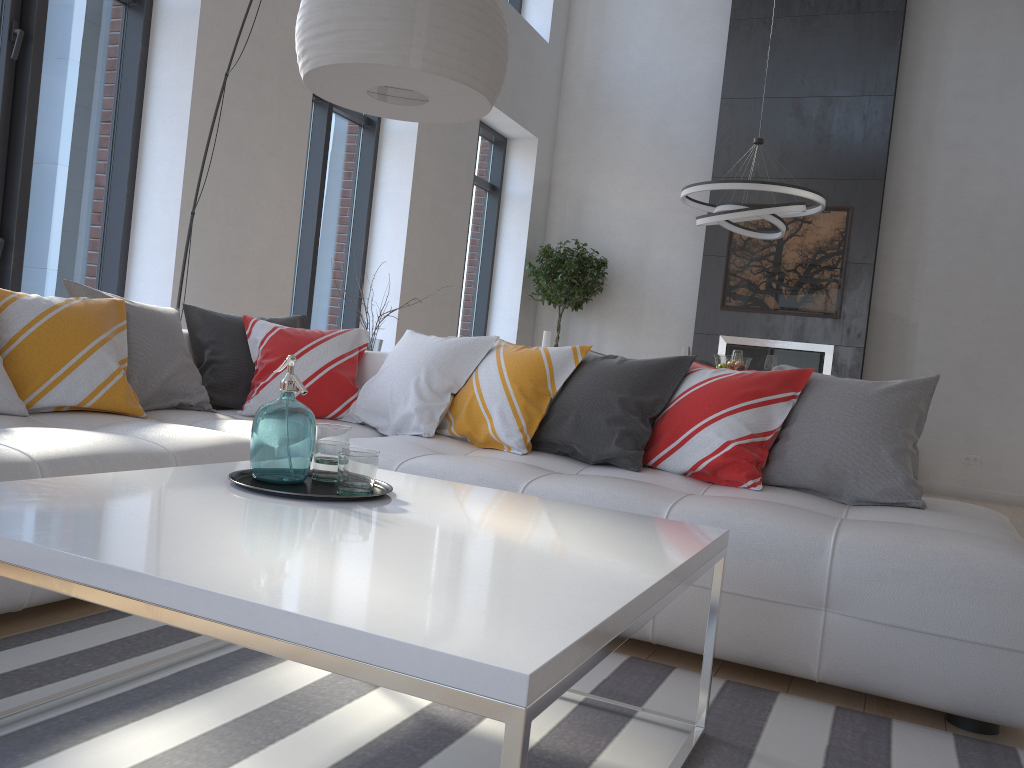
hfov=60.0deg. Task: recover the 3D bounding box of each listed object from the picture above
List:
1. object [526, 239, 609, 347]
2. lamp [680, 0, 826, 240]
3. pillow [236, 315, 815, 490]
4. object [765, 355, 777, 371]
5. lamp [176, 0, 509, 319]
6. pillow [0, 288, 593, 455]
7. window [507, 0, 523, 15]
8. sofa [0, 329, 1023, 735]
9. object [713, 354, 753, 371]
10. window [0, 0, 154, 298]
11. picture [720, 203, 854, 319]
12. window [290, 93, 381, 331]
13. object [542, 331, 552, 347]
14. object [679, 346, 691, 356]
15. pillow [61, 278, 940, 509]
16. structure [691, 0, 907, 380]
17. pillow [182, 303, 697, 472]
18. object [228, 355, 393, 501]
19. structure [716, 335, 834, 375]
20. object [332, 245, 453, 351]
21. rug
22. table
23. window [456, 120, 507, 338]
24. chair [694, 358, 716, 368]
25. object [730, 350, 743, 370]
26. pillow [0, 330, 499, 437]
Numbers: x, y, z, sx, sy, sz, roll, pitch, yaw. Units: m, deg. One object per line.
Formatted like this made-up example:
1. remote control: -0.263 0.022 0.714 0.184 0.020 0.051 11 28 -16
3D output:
1. object: 0.476 -0.438 8.789 0.801 2.019 0.813 7 2 27
2. lamp: 1.931 -3.312 6.280 1.000 4.513 1.000 7 2 25
3. pillow: -0.068 0.047 3.336 2.250 0.449 0.575 7 2 21
4. object: 1.836 -0.094 6.305 0.083 0.220 0.083 5 2 -38
5. lamp: -1.036 -0.785 3.627 0.710 2.647 3.199 5 2 -30
6. pillow: -0.765 -0.033 3.049 2.095 0.440 0.630 6 1 -19
7. window: -0.149 -4.657 8.410 0.170 2.402 1.310 7 2 24
8. sofa: -0.342 0.281 2.555 3.424 0.732 2.614 7 2 24
9. object: 1.578 -0.106 6.368 0.278 0.184 0.278 7 2 32
10. window: -2.364 -1.427 4.282 0.170 2.402 1.310 7 2 24
11. picture: 2.466 -1.124 8.014 1.056 0.990 0.026 7 2 24
12. window: -1.439 -1.378 6.387 0.170 2.402 1.310 7 2 24
13. object: 0.063 -0.043 3.943 0.319 0.398 0.316 5 2 -42
14. object: 1.250 -0.162 6.427 0.083 0.220 0.083 6 1 -16
15. pillow: -0.110 0.020 2.992 2.953 0.453 0.647 7 1 11
16. structure: 2.591 -2.356 7.959 1.500 6.351 0.722 7 2 24
17. pillow: -0.365 -0.015 3.459 2.120 0.436 0.608 7 1 19
18. object: -0.395 0.080 1.809 0.330 0.265 0.330 5 2 -42
19. structure: 2.424 -0.212 8.168 1.010 0.651 0.295 7 2 24
20. object: -0.666 -0.308 4.356 0.607 0.744 0.406 6 2 -26
21. rug: -0.046 0.698 1.606 2.326 0.016 1.662 7 2 23
22. table: -0.283 0.450 1.583 1.091 0.435 1.091 7 2 24
23. window: -0.515 -1.328 8.491 0.170 2.402 1.310 7 2 24
24. chair: 1.220 0.289 5.830 0.655 0.891 0.619 7 2 30
25. object: 1.532 -0.122 6.066 0.083 0.220 0.083 6 1 -4
26. pillow: -1.044 -0.078 2.900 2.156 0.456 0.580 5 2 -40
